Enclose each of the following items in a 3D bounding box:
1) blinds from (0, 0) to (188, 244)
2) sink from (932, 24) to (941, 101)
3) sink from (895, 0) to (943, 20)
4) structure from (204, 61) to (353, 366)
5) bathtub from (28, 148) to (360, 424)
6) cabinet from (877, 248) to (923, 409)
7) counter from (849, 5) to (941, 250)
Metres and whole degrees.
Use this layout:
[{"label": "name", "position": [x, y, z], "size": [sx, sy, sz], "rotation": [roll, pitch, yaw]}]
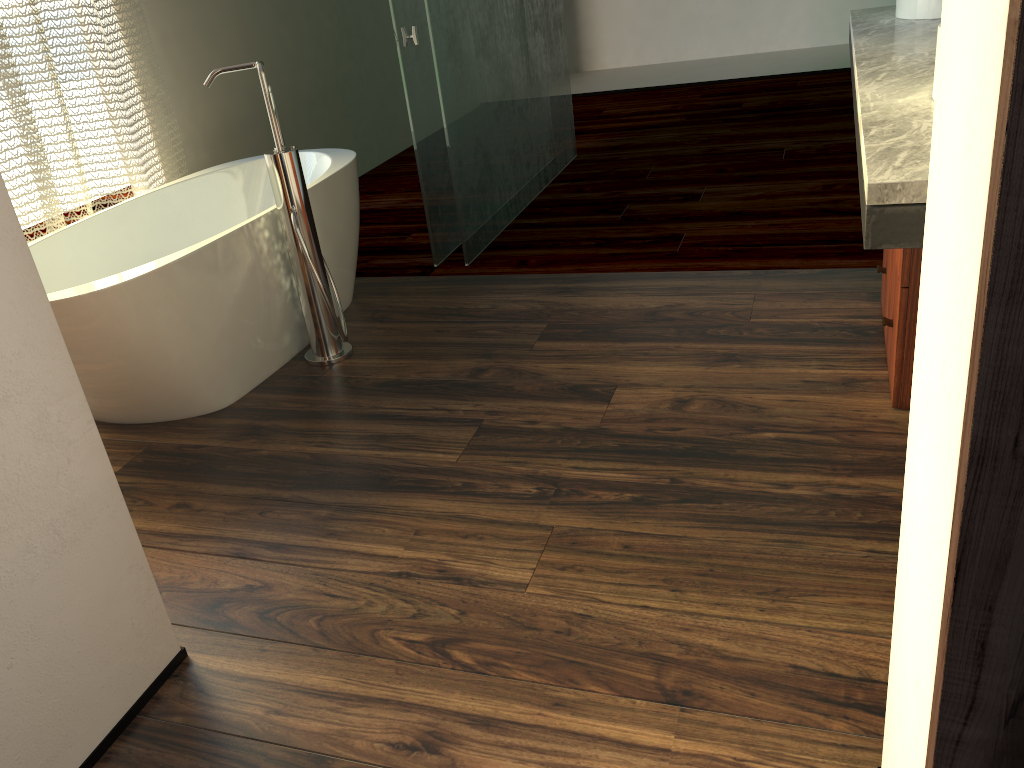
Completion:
[{"label": "blinds", "position": [-1.758, -1.072, 2.512], "size": [0.184, 2.330, 2.097], "rotation": [2, 28, 19]}, {"label": "sink", "position": [0.968, -0.599, 1.604], "size": [0.357, 0.130, 0.358], "rotation": [-9, 26, 0]}, {"label": "sink", "position": [1.377, -1.216, 2.713], "size": [0.364, 0.130, 0.352], "rotation": [3, 28, 23]}, {"label": "structure", "position": [-0.641, -0.473, 2.601], "size": [0.240, 0.894, 0.282], "rotation": [-21, 29, -25]}, {"label": "bathtub", "position": [-1.028, -0.340, 2.937], "size": [0.777, 0.483, 1.599], "rotation": [1, 28, 20]}, {"label": "cabinet", "position": [1.158, -0.353, 2.094], "size": [0.521, 0.598, 0.650], "rotation": [2, 28, 20]}, {"label": "counter", "position": [1.140, -0.754, 2.121], "size": [0.597, 0.101, 2.228], "rotation": [1, 28, 20]}]
